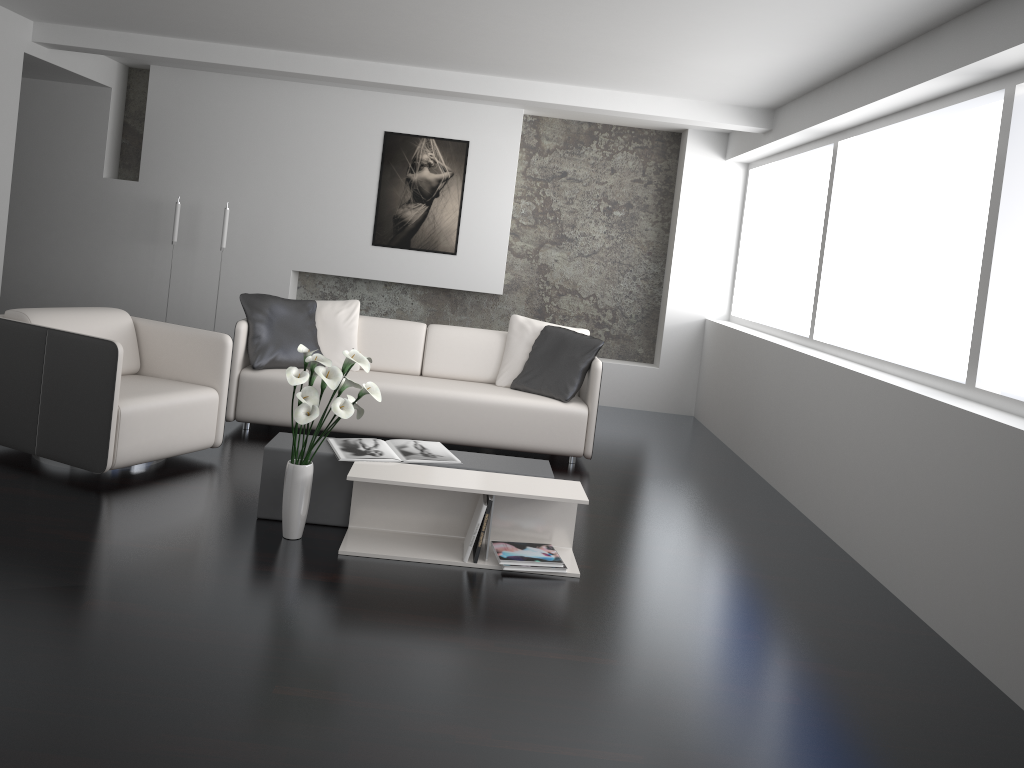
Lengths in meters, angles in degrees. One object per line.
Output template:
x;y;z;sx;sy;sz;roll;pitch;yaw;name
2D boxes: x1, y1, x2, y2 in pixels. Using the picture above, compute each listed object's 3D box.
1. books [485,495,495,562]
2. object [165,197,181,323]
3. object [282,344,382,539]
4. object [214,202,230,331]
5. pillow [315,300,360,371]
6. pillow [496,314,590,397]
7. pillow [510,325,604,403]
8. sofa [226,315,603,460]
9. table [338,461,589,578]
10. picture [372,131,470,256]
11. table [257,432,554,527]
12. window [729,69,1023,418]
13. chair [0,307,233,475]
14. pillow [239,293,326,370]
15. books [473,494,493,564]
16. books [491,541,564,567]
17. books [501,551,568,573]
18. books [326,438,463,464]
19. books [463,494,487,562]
-0.092;0.561;3.649;0.007;0.282;0.207;7;4;-4;books
-2.907;-0.901;7.494;0.180;1.387;0.181;7;2;-1;object
-0.762;0.252;3.562;0.376;0.792;0.451;6;4;-18;object
-2.461;-0.834;7.397;0.180;1.387;0.181;7;2;-1;object
-1.286;-0.322;5.821;0.583;0.497;0.326;5;4;-12;pillow
0.212;-0.180;5.915;0.588;0.504;0.301;7;4;3;pillow
0.310;-0.133;5.658;0.332;0.434;0.558;2;8;-45;pillow
-0.600;-0.043;5.766;2.237;0.657;0.929;6;6;-3;sofa
-0.197;0.548;3.657;0.968;0.312;0.301;6;5;-3;table
-0.797;-1.663;7.685;0.745;0.999;0.004;7;2;-1;picture
-0.464;0.470;3.961;1.257;0.312;0.301;6;5;-3;table
2.078;-0.615;3.726;0.110;1.417;8.139;7;8;-2;window
-2.062;-0.018;4.494;0.925;0.657;0.769;9;6;23;chair
-1.426;-0.329;5.545;0.281;0.446;0.564;10;7;43;pillow
-0.121;0.571;3.629;0.050;0.261;0.236;7;5;-4;books
0.059;0.699;3.629;0.262;0.016;0.230;5;9;-11;books
0.075;0.720;3.613;0.262;0.016;0.216;5;9;-11;books
-0.532;0.296;3.952;0.546;0.016;0.363;3;9;-21;books
-0.152;0.580;3.625;0.069;0.236;0.229;7;5;-4;books
